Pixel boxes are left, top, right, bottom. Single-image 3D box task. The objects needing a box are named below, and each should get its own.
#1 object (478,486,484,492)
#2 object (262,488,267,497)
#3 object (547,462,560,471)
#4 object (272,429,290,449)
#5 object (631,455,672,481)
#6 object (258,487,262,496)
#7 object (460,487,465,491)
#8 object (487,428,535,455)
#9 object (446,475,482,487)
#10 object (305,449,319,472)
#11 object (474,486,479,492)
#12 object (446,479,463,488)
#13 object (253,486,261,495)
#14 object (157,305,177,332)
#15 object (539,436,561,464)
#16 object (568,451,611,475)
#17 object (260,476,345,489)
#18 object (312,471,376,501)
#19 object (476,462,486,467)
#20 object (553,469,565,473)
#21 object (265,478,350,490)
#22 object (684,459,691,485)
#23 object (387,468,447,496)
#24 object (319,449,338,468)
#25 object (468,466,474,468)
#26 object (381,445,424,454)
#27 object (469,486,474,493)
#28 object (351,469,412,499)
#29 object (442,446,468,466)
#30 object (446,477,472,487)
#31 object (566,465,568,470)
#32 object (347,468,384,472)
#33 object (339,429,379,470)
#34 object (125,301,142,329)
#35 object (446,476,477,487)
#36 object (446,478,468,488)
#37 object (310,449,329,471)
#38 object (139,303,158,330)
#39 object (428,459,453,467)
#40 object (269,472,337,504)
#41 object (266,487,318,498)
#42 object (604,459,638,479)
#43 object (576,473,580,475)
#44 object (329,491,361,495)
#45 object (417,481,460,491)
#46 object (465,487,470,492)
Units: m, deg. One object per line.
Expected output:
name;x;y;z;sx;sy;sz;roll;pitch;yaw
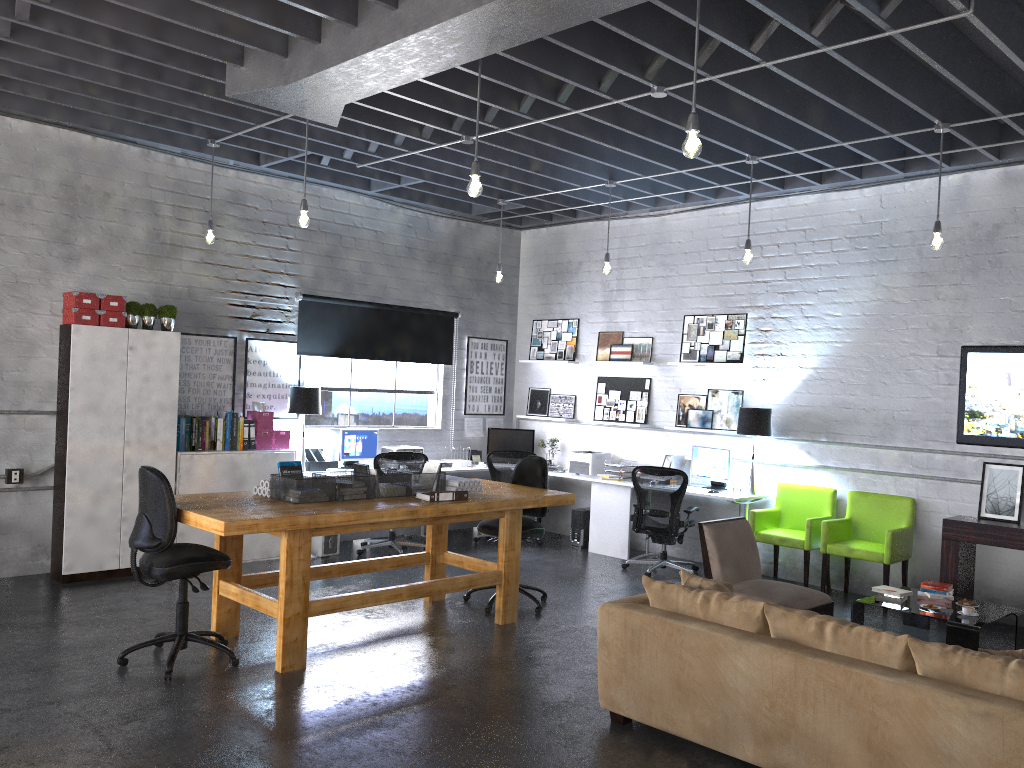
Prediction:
object;-0.403;0.755;6.631;0.047;0.047;0.519;2;0;-45
object;-1.383;0.713;5.978;0.635;0.058;0.057;3;0;-45
object;0.377;0.936;10.107;0.279;0.081;0.411;3;0;15
object;-2.252;0.528;8.486;0.161;0.177;0.214;2;0;-45
object;1.514;0.885;9.273;0.399;0.280;0.405;2;0;-45
object;-1.423;0.712;6.018;0.635;0.057;0.058;3;0;-45
object;-0.535;0.749;6.500;0.047;0.047;0.519;2;0;-45
object;-0.019;0.747;10.636;0.560;0.427;0.147;3;1;-8
object;-0.418;0.714;6.615;0.046;0.047;0.519;2;0;-45
object;-2.023;0.761;8.851;0.104;0.208;0.209;2;1;-44
object;-0.437;0.753;6.598;0.047;0.047;0.519;2;0;-45
object;-0.556;0.708;6.477;0.519;0.047;0.046;2;0;43
object;-1.463;0.709;6.059;0.635;0.058;0.057;3;0;-45
object;-2.950;-0.565;7.592;0.169;0.240;0.171;3;1;44
object;0.424;0.799;10.438;0.297;0.363;0.271;3;0;0
object;0.871;0.881;9.937;0.351;0.235;0.351;2;0;-45
object;-1.400;0.663;5.997;0.635;0.057;0.057;3;0;-45
object;-1.120;0.675;5.889;0.306;0.156;0.316;3;0;-45
object;-0.349;0.919;10.121;0.130;0.049;0.130;3;0;-28
object;0.526;0.972;9.898;0.103;0.021;0.131;2;0;25
object;-1.360;0.665;5.956;0.635;0.057;0.057;3;0;-45
object;1.722;0.904;9.054;0.236;0.259;0.087;2;1;-45
object;-0.683;0.696;6.322;0.306;0.156;0.316;3;0;-45
object;-1.867;0.768;9.008;0.104;0.208;0.209;2;1;-45
object;-0.455;0.929;9.952;0.058;0.020;0.071;3;0;9
object;-1.116;0.793;9.573;0.420;0.230;0.485;3;0;-45
object;-0.469;0.752;6.566;0.047;0.047;0.519;2;0;-45
object;-0.902;0.686;6.105;0.306;0.156;0.316;3;0;-45
object;-0.640;0.829;10.178;0.233;0.208;0.324;2;0;-45
object;-0.484;0.711;6.549;0.046;0.047;0.519;2;0;-45
object;0.662;0.964;10.198;0.023;0.052;0.104;2;0;-45
object;-1.467;0.876;9.003;0.181;0.028;0.422;2;0;35
object;-1.623;0.675;9.219;0.465;0.417;0.212;2;1;-45
object;-3.175;-0.576;7.397;0.171;0.240;0.169;2;0;-16
object;-0.451;0.713;6.581;0.046;0.047;0.519;2;0;-45
object;-0.517;0.710;6.516;0.046;0.047;0.519;2;0;-45
object;-1.948;0.764;8.925;0.104;0.208;0.209;2;1;-44
object;-3.089;-0.571;7.520;0.169;0.240;0.171;3;0;-6
object;-0.888;0.887;9.944;0.259;0.064;0.392;3;0;-45
object;-1.339;0.665;5.672;0.306;0.156;0.316;3;0;-45
object;-1.343;0.715;5.937;0.635;0.057;0.058;3;0;-45
object;1.182;0.921;9.615;0.316;0.180;0.229;3;0;-45
object;0.714;0.983;9.655;0.017;0.016;0.075;2;0;-20
object;-1.127;0.709;5.891;0.234;0.022;0.185;2;0;38
object;-0.569;0.747;6.467;0.047;0.047;0.519;2;0;-45
object;-0.503;0.750;6.533;0.047;0.047;0.519;2;0;-45
